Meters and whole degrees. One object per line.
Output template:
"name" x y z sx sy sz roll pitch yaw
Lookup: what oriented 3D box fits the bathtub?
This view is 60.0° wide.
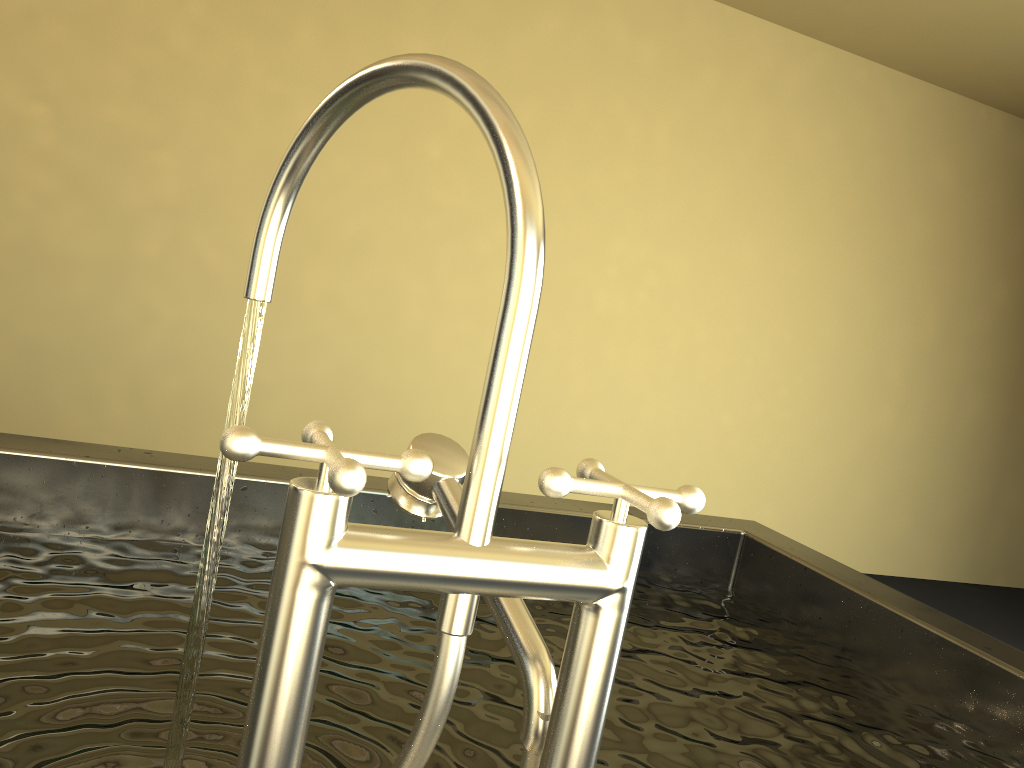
"bathtub" -0.316 0.315 0.901 2.130 1.161 1.070 10 5 -22
